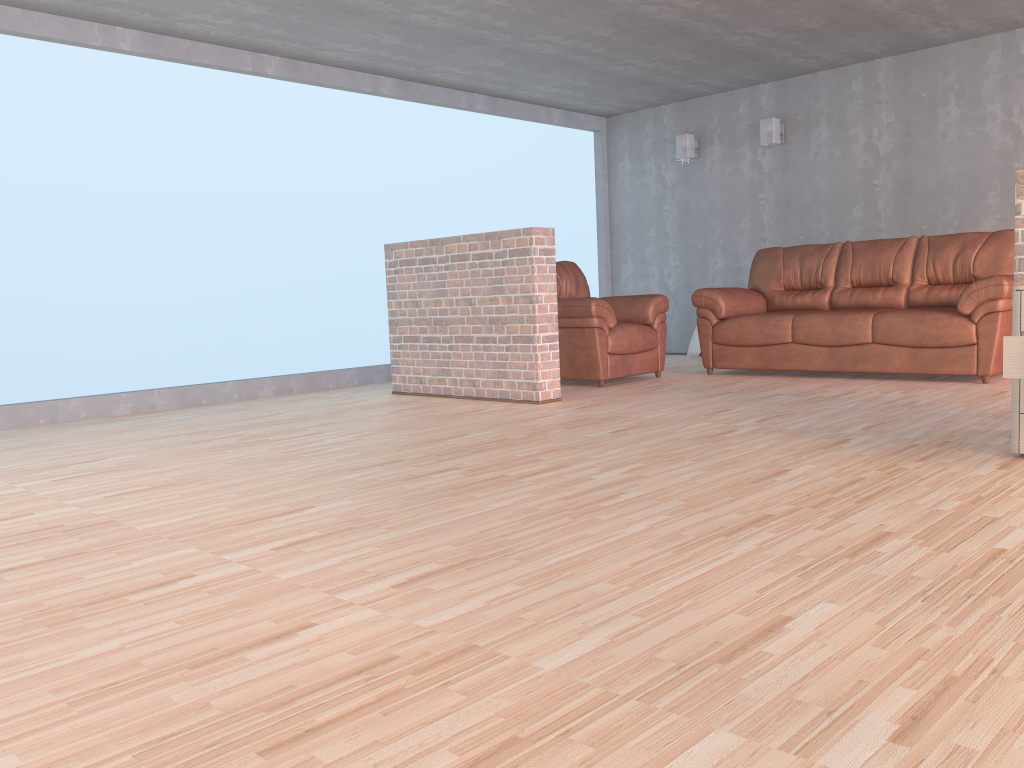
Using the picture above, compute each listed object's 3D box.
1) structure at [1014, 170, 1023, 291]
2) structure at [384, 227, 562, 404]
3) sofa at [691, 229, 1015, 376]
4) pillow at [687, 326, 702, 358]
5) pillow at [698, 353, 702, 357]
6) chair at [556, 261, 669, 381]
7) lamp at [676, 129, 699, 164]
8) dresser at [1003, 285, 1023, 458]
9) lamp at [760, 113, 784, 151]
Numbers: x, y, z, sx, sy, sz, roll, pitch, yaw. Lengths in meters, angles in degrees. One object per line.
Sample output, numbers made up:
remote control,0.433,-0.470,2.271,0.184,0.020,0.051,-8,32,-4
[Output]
structure,2.570,-0.294,3.107,1.422,1.057,0.211,3,8,44
structure,-0.297,-0.439,5.854,1.422,1.057,0.211,3,8,44
sofa,2.473,-0.582,6.339,2.202,0.923,0.981,3,8,44
pillow,1.840,-0.404,8.419,0.241,0.326,0.327,-7,7,-42
pillow,1.953,-0.297,8.112,0.365,0.130,0.392,-5,6,-25
chair,0.546,-0.508,6.663,0.936,0.879,0.970,3,8,43
lamp,1.677,-2.278,8.528,0.165,0.319,0.168,3,8,44
dresser,2.436,-0.018,2.628,1.686,0.612,0.605,3,8,44
lamp,2.317,-2.246,7.920,0.165,0.319,0.177,3,8,44
